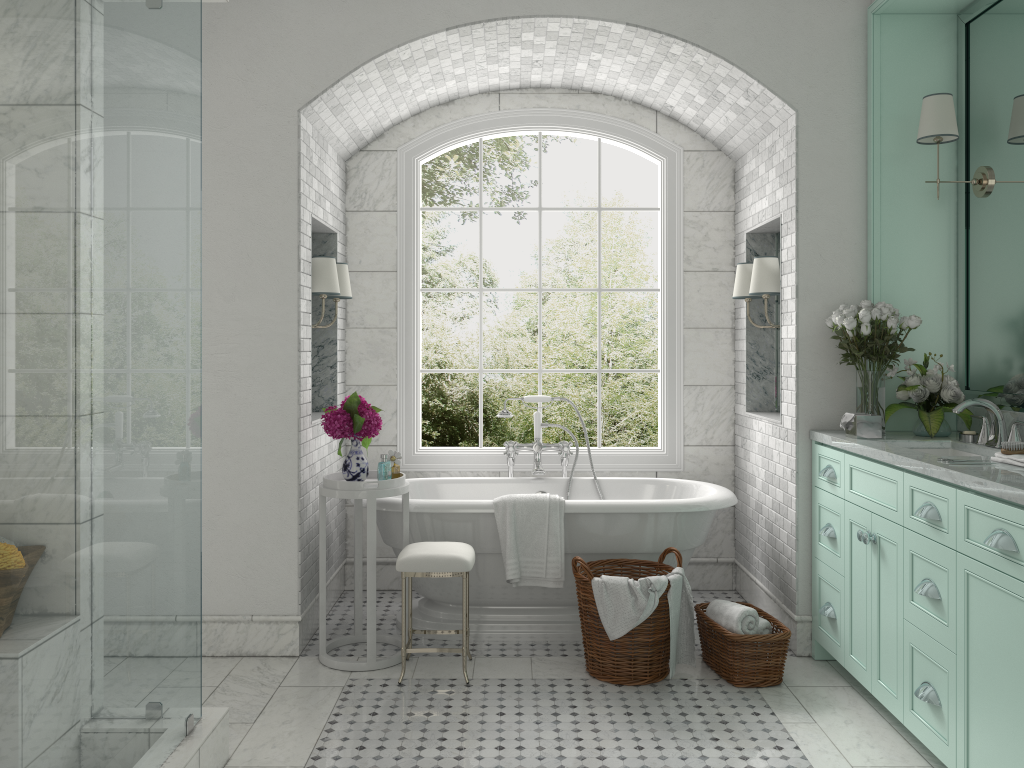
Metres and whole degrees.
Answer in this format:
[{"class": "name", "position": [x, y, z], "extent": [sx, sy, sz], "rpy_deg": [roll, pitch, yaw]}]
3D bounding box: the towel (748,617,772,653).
[{"class": "towel", "position": [1.136, 1.177, 4.310], "extent": [0.164, 0.186, 0.313], "rpy_deg": [-1, 2, -30]}]

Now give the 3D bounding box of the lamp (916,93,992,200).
[{"class": "lamp", "position": [2.069, -1.111, 4.178], "extent": [0.309, 0.488, 0.183], "rpy_deg": [0, 0, -1]}]

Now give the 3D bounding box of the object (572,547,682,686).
[{"class": "object", "position": [0.555, 1.096, 4.268], "extent": [0.518, 0.570, 0.519], "rpy_deg": [1, 1, 32]}]

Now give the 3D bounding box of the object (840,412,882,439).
[{"class": "object", "position": [1.607, 0.191, 4.099], "extent": [0.147, 0.113, 0.136], "rpy_deg": [0, 1, -4]}]

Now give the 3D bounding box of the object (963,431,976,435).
[{"class": "object", "position": [2.023, 0.216, 3.920], "extent": [0.051, 0.022, 0.077], "rpy_deg": [1, 2, 21]}]

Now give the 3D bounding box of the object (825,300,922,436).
[{"class": "object", "position": [1.717, -0.077, 4.238], "extent": [0.391, 0.653, 0.356], "rpy_deg": [0, 1, 11]}]

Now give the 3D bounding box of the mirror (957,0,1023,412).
[{"class": "mirror", "position": [2.215, -0.837, 3.680], "extent": [0.015, 1.933, 1.436], "rpy_deg": [0, 1, 0]}]

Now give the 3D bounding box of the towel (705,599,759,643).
[{"class": "towel", "position": [1.045, 1.134, 4.203], "extent": [0.149, 0.211, 0.321], "rpy_deg": [0, 2, -17]}]

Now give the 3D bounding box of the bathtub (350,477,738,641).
[{"class": "bathtub", "position": [0.178, 0.969, 5.020], "extent": [2.165, 0.758, 0.942], "rpy_deg": [0, 1, 0]}]

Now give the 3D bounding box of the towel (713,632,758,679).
[{"class": "towel", "position": [1.063, 1.284, 4.214], "extent": [0.153, 0.163, 0.311], "rpy_deg": [0, 2, -10]}]

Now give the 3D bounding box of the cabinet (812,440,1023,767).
[{"class": "cabinet", "position": [1.888, 0.881, 3.051], "extent": [0.863, 1.097, 2.799], "rpy_deg": [0, 2, 0]}]

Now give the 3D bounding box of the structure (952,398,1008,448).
[{"class": "structure", "position": [1.960, 0.161, 3.693], "extent": [0.234, 0.205, 0.103], "rpy_deg": [0, 1, -11]}]

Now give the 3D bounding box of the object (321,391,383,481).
[{"class": "object", "position": [-0.809, 0.269, 4.500], "extent": [0.332, 0.471, 0.295], "rpy_deg": [0, 1, 2]}]

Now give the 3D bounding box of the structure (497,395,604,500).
[{"class": "structure", "position": [0.275, 0.719, 5.381], "extent": [0.779, 1.285, 0.340], "rpy_deg": [0, 0, 10]}]

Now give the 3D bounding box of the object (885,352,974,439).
[{"class": "object", "position": [1.977, 0.050, 4.172], "extent": [0.394, 0.402, 0.452], "rpy_deg": [0, 1, 1]}]

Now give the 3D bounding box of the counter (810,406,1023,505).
[{"class": "counter", "position": [1.908, 0.245, 3.052], "extent": [0.824, 0.181, 2.809], "rpy_deg": [0, 2, 0]}]

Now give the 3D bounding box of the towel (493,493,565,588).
[{"class": "towel", "position": [0.090, 0.802, 4.626], "extent": [0.374, 0.463, 0.453], "rpy_deg": [0, 1, 2]}]

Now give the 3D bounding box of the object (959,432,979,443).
[{"class": "object", "position": [2.031, 0.236, 3.937], "extent": [0.080, 0.035, 0.134], "rpy_deg": [1, 2, 18]}]

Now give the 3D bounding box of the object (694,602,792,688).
[{"class": "object", "position": [1.101, 1.251, 4.268], "extent": [0.345, 0.261, 0.550], "rpy_deg": [0, 2, -10]}]

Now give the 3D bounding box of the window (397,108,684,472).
[{"class": "window", "position": [0.181, -0.605, 5.718], "extent": [1.831, 2.323, 0.118], "rpy_deg": [0, 0, 0]}]

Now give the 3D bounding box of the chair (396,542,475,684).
[{"class": "chair", "position": [-0.363, 1.080, 4.254], "extent": [0.371, 0.602, 0.366], "rpy_deg": [0, 1, 0]}]

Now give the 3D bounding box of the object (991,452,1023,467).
[{"class": "object", "position": [1.885, 0.263, 3.205], "extent": [0.239, 0.056, 0.317], "rpy_deg": [0, 2, -4]}]

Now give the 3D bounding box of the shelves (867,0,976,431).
[{"class": "shelves", "position": [2.018, -0.770, 3.047], "extent": [0.465, 2.123, 2.810], "rpy_deg": [0, 2, 0]}]

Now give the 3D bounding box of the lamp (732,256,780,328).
[{"class": "lamp", "position": [1.455, -0.511, 5.038], "extent": [0.308, 0.383, 0.548], "rpy_deg": [0, 2, 0]}]

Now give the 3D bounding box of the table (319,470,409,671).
[{"class": "table", "position": [-0.745, 0.916, 4.479], "extent": [0.450, 0.906, 0.450], "rpy_deg": [0, 1, -38]}]

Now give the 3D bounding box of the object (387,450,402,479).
[{"class": "object", "position": [-0.600, 0.419, 4.540], "extent": [0.085, 0.168, 0.097], "rpy_deg": [0, 1, 21]}]

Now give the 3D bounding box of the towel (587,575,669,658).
[{"class": "towel", "position": [0.553, 1.094, 4.173], "extent": [0.399, 0.438, 0.484], "rpy_deg": [0, 1, 1]}]

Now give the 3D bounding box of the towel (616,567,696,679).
[{"class": "towel", "position": [0.602, 1.113, 4.233], "extent": [0.460, 0.469, 0.382], "rpy_deg": [1, 1, 39]}]

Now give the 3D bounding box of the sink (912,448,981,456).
[{"class": "sink", "position": [1.814, 0.335, 3.702], "extent": [0.346, 0.079, 0.603], "rpy_deg": [0, 2, 0]}]

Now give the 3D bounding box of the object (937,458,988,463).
[{"class": "object", "position": [1.651, 0.280, 3.256], "extent": [0.175, 0.007, 0.075], "rpy_deg": [0, 2, -8]}]

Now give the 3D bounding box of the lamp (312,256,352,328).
[{"class": "lamp", "position": [-1.096, -0.511, 5.040], "extent": [0.308, 0.383, 0.548], "rpy_deg": [0, 2, 0]}]

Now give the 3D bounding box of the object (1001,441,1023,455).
[{"class": "object", "position": [1.901, 0.234, 3.219], "extent": [0.228, 0.044, 0.068], "rpy_deg": [0, 2, 9]}]

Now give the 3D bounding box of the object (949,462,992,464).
[{"class": "object", "position": [1.644, 0.283, 3.158], "extent": [0.167, 0.005, 0.020], "rpy_deg": [0, 2, 4]}]

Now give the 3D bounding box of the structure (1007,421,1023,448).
[{"class": "structure", "position": [2.051, 0.209, 3.561], "extent": [0.083, 0.121, 0.157], "rpy_deg": [0, 2, -16]}]

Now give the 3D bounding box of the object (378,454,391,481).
[{"class": "object", "position": [-0.640, 0.430, 4.445], "extent": [0.058, 0.154, 0.085], "rpy_deg": [0, 1, 20]}]

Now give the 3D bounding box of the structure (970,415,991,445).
[{"class": "structure", "position": [2.030, 0.197, 3.850], "extent": [0.083, 0.121, 0.157], "rpy_deg": [0, 2, -16]}]
